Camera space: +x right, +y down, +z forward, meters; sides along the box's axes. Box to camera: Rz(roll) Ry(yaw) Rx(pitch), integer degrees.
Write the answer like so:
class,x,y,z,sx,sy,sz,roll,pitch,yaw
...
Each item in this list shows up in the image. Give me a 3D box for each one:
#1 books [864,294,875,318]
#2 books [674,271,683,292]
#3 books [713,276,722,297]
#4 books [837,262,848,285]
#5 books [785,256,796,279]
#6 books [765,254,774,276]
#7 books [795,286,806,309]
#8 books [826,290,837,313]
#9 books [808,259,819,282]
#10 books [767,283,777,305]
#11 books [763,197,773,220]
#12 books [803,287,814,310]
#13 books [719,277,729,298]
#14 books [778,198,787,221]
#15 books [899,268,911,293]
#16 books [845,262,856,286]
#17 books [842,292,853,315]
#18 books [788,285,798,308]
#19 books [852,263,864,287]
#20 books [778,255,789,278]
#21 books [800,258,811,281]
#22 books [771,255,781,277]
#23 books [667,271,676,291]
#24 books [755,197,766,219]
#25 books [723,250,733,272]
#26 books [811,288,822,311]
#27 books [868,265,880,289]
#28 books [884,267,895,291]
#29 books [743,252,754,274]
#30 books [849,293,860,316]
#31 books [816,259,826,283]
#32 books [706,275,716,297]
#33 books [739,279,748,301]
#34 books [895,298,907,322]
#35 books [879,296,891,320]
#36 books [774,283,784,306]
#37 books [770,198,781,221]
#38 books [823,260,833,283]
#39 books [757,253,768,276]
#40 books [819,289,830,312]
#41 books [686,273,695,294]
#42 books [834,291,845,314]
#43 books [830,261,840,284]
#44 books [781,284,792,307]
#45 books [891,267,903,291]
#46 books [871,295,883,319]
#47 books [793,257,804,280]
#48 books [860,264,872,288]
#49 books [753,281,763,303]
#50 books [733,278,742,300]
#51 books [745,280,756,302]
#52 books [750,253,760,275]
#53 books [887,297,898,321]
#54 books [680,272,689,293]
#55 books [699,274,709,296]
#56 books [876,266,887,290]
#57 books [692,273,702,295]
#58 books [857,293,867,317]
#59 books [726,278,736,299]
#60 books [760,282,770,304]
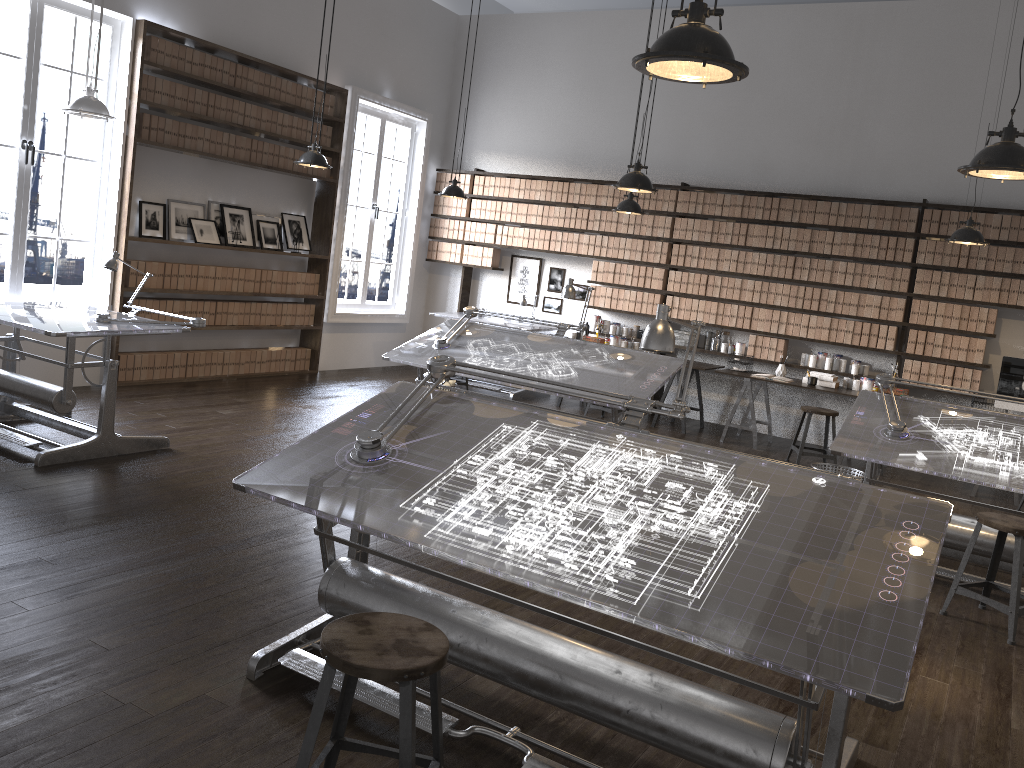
class,x,y,z,sx,sy,sz,roll,pitch,yaw
books,3.382,-0.728,8.357,0.067,0.224,0.175,10,7,29
books,1.767,-1.064,9.287,0.067,0.224,0.175,10,7,29
books,2.129,-0.989,9.080,0.067,0.224,0.174,10,7,29
books,3.172,-1.052,8.474,0.067,0.224,0.175,10,7,29
books,2.757,-1.138,8.712,0.067,0.225,0.175,10,7,29
books,2.582,-1.174,8.811,0.067,0.225,0.175,10,7,29
books,2.839,-0.841,8.672,0.067,0.224,0.175,10,7,29
books,3.091,-0.788,8.523,0.067,0.224,0.174,10,7,29
books,2.945,-1.100,8.609,0.067,0.224,0.174,10,7,29
books,2.603,-0.891,8.812,0.067,0.224,0.174,10,7,29
books,2.565,-1.736,8.822,0.067,0.224,0.175,10,7,29
books,2.905,-0.828,8.636,0.067,0.224,0.175,10,7,29
books,2.191,-0.977,9.049,0.067,0.224,0.174,10,7,29
books,2.692,-1.710,8.748,0.067,0.224,0.175,10,7,29
books,3.648,-0.953,8.201,0.067,0.224,0.175,10,7,29
books,3.233,-1.039,8.436,0.067,0.225,0.175,10,7,29
books,3.215,-0.763,8.457,0.067,0.224,0.175,10,7,29
books,2.783,-0.852,8.699,0.067,0.225,0.175,10,7,29
books,3.296,-1.026,8.405,0.067,0.224,0.175,10,7,29
books,2.696,-1.151,8.753,0.067,0.224,0.175,10,7,29
books,2.882,-1.112,8.640,0.067,0.224,0.174,10,7,29
books,2.639,-1.163,8.784,0.067,0.224,0.175,10,7,29
books,1.707,-1.077,9.326,0.067,0.224,0.174,10,7,29
books,2.501,-1.749,8.853,0.067,0.224,0.174,10,7,29
books,2.219,-1.250,9.026,0.067,0.224,0.175,10,7,29
books,2.966,-0.815,8.595,0.067,0.225,0.175,10,7,29
books,3.414,-1.001,8.334,0.067,0.224,0.174,10,7,29
books,3.531,-0.976,8.262,0.067,0.225,0.175,10,7,29
books,2.403,-1.213,8.924,0.067,0.224,0.174,10,7,29
books,3.269,-0.751,8.418,0.067,0.225,0.175,10,7,29
books,3.005,-1.087,8.574,0.067,0.224,0.175,10,7,29
books,2.070,-1.002,9.120,0.067,0.224,0.175,10,7,29
books,2.366,-0.940,8.946,0.067,0.224,0.175,10,7,29
books,3.612,-0.680,8.219,0.067,0.225,0.175,10,7,29
books,3.500,-0.704,8.291,0.067,0.224,0.175,10,7,29
books,2.661,-0.878,8.774,0.067,0.224,0.174,10,7,29
books,2.626,-1.723,8.780,0.067,0.225,0.175,10,7,29
books,3.060,-1.075,8.535,0.067,0.225,0.175,10,7,29
books,2.521,-1.187,8.847,0.067,0.224,0.175,10,7,29
books,3.033,-0.801,8.563,0.067,0.224,0.175,10,7,29
books,1.886,-1.040,9.224,0.067,0.224,0.175,10,7,29
books,3.154,-0.776,8.492,0.067,0.224,0.174,10,7,29
books,3.119,-1.063,8.506,0.067,0.224,0.175,10,7,29
books,2.721,-0.865,8.735,0.067,0.224,0.175,10,7,29
books,3.587,-0.966,8.235,0.067,0.224,0.175,10,7,29
books,3.438,-0.716,8.322,0.067,0.225,0.175,10,7,29
books,2.823,-1.125,8.680,0.067,0.224,0.175,10,7,29
books,3.356,-1.014,8.372,0.067,0.224,0.174,10,7,29
books,2.480,-0.916,8.876,0.067,0.225,0.175,10,7,29
books,2.307,-0.952,8.975,0.067,0.225,0.175,10,7,29
books,2.419,-0.929,8.914,0.067,0.224,0.175,10,7,29
books,2.460,-1.200,8.886,0.067,0.224,0.174,10,7,29
books,3.560,-0.692,8.258,0.067,0.224,0.174,10,7,29
books,1.829,-1.051,9.251,0.067,0.225,0.175,10,7,29
books,2.003,-1.015,9.152,0.067,0.225,0.175,10,7,29
books,3.474,-0.988,8.295,0.067,0.224,0.175,10,7,29
books,1.943,-1.028,9.194,0.067,0.224,0.175,10,7,29
books,3.329,-0.740,8.389,0.067,0.224,0.175,10,7,29
books,2.252,-0.964,9.014,0.067,0.224,0.175,10,7,29
books,2.542,-0.903,8.845,0.067,0.224,0.175,10,7,29
